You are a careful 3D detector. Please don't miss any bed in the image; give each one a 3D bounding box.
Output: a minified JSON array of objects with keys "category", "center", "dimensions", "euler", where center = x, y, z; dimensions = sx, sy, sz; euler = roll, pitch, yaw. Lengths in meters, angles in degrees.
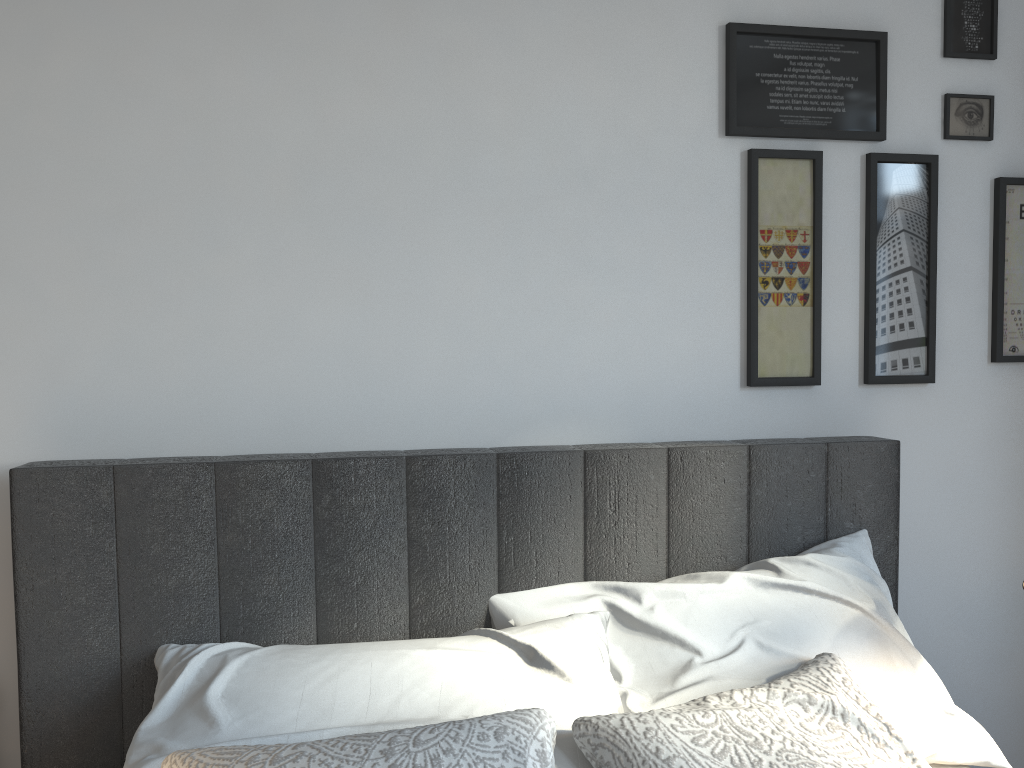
[{"category":"bed","center":[0.165,0.682,0.720],"dimensions":[1.888,1.047,2.174],"euler":[-1,2,-11]}]

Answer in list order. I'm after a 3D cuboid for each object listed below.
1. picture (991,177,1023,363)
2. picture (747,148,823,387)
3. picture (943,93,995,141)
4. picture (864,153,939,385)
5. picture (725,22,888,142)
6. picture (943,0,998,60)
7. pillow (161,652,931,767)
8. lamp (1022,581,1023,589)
[{"category":"picture","center":[1.270,-0.259,2.035],"dimensions":[0.365,0.415,0.021],"euler":[-1,3,-11]},{"category":"picture","center":[0.587,-0.248,1.907],"dimensions":[0.165,0.505,0.020],"euler":[-1,3,-11]},{"category":"picture","center":[1.017,-0.594,1.974],"dimensions":[0.119,0.098,0.010],"euler":[-1,3,-11]},{"category":"picture","center":[0.859,-0.252,1.958],"dimensions":[0.165,0.505,0.020],"euler":[-1,3,-11]},{"category":"picture","center":[0.631,-0.643,1.896],"dimensions":[0.365,0.232,0.020],"euler":[-1,3,-11]},{"category":"picture","center":[1.016,-0.824,1.962],"dimensions":[0.128,0.202,0.011],"euler":[-1,3,-11]},{"category":"pillow","center":[0.116,0.557,1.141],"dimensions":[1.146,0.226,0.415],"euler":[-1,2,-18]},{"category":"lamp","center":[1.133,0.696,1.698],"dimensions":[0.800,0.937,0.450],"euler":[-2,3,-28]}]
